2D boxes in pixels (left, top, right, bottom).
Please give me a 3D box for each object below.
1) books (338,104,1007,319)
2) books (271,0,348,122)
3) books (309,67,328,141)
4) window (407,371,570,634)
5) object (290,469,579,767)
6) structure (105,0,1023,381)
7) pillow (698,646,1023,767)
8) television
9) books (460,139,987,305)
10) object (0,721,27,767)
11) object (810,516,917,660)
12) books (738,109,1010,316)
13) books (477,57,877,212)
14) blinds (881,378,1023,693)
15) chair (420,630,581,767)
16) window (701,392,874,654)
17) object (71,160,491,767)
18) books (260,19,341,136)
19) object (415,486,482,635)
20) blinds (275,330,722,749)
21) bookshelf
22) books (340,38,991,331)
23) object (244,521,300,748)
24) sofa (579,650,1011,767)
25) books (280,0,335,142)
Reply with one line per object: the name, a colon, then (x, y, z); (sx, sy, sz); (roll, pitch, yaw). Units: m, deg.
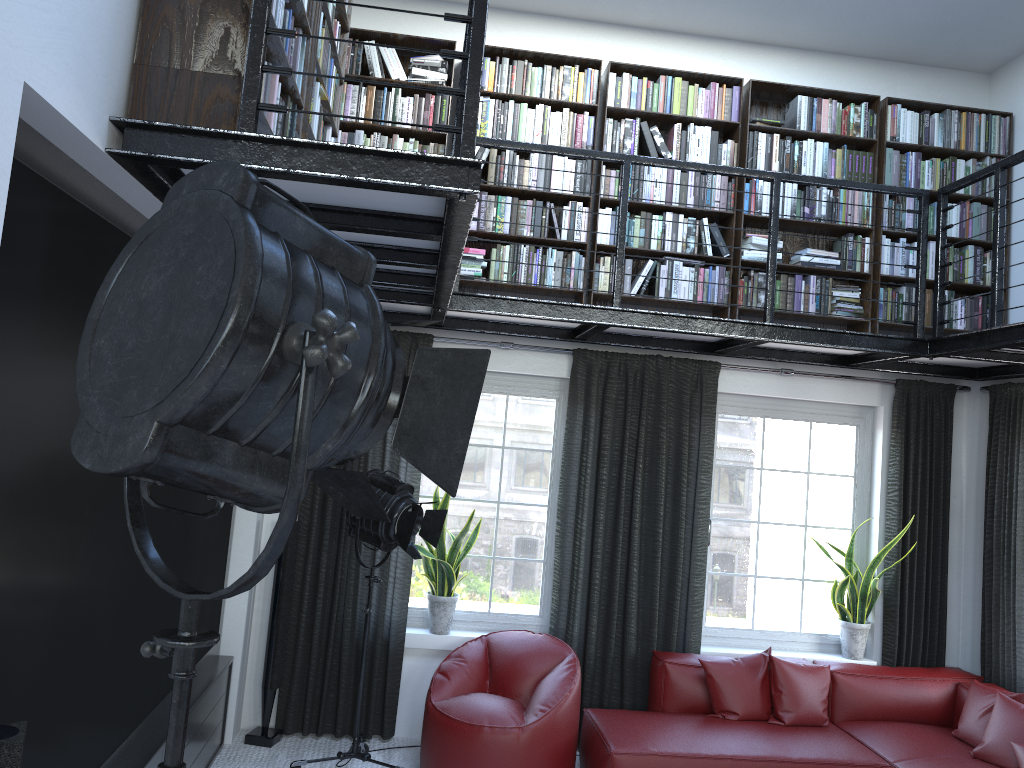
books: (0.953, -1.210, 5.522); (4.434, 1.417, 0.226); (5, -6, -6)
books: (-0.912, -1.495, 3.531); (0.315, 1.427, 2.200); (5, -4, -6)
books: (1.116, -1.266, 4.299); (4.382, 1.409, 1.166); (5, -5, -6)
window: (-0.239, 0.715, 5.518); (1.167, 1.611, 0.132); (5, -6, -6)
object: (0.268, 1.353, 5.055); (2.901, 1.584, 0.752); (6, -6, -22)
structure: (1.040, 0.411, 3.238); (4.487, 3.365, 4.602); (5, -4, -6)
pillow: (2.104, 1.733, 4.767); (1.958, 0.403, 0.979); (2, -5, 36)
television: (-1.348, 0.679, 3.296); (0.116, 2.435, 3.343); (5, -4, -6)
books: (1.308, -1.025, 5.557); (3.390, 1.126, 0.239); (5, -6, -6)
object: (-0.951, 1.210, 1.469); (0.157, 1.225, 0.157); (7, -6, -25)
object: (2.148, 1.242, 5.450); (0.552, 0.943, 0.524); (6, -5, -17)
books: (0.990, -1.240, 5.038); (4.434, 1.434, 1.281); (5, -5, -4)
books: (0.972, -1.494, 5.559); (2.636, 0.830, 0.212); (5, -6, -6)
blinds: (2.935, 1.147, 4.906); (0.526, 2.388, 1.747); (7, -6, -24)
chair: (-0.053, 1.747, 4.741); (0.827, 0.714, 0.831); (9, -6, -44)
window: (1.748, 0.896, 5.718); (1.167, 1.611, 0.132); (5, -6, -6)
object: (-0.350, 0.532, 1.086); (0.611, 1.584, 0.542); (1, -7, 38)
books: (1.157, -1.295, 3.764); (4.375, 1.413, 2.199); (5, -4, -6)
object: (-0.497, 1.003, 5.207); (0.553, 0.943, 0.524); (4, -5, 5)
blinds: (-0.024, 0.924, 5.308); (2.507, 2.394, 0.125); (5, -6, -6)
bookshelf: (1.101, -1.206, 4.160); (4.474, 1.622, 3.080); (5, -4, -6)
books: (0.952, -1.199, 5.517); (4.440, 1.401, 0.241); (5, -6, -5)
object: (-1.340, 1.394, 5.022); (0.157, 1.225, 0.157); (4, -6, 10)
sofa: (1.768, 1.882, 3.786); (2.541, 0.658, 3.271); (5, -4, -6)
books: (1.103, -1.148, 4.050); (4.333, 1.144, 1.594); (5, -4, -6)
